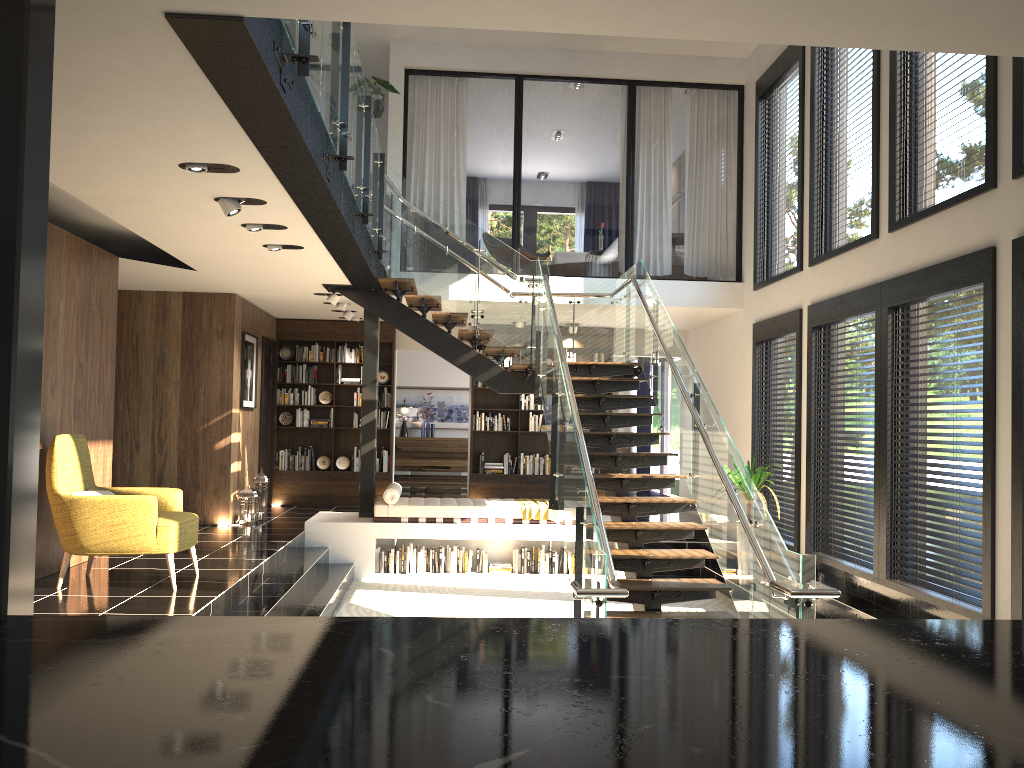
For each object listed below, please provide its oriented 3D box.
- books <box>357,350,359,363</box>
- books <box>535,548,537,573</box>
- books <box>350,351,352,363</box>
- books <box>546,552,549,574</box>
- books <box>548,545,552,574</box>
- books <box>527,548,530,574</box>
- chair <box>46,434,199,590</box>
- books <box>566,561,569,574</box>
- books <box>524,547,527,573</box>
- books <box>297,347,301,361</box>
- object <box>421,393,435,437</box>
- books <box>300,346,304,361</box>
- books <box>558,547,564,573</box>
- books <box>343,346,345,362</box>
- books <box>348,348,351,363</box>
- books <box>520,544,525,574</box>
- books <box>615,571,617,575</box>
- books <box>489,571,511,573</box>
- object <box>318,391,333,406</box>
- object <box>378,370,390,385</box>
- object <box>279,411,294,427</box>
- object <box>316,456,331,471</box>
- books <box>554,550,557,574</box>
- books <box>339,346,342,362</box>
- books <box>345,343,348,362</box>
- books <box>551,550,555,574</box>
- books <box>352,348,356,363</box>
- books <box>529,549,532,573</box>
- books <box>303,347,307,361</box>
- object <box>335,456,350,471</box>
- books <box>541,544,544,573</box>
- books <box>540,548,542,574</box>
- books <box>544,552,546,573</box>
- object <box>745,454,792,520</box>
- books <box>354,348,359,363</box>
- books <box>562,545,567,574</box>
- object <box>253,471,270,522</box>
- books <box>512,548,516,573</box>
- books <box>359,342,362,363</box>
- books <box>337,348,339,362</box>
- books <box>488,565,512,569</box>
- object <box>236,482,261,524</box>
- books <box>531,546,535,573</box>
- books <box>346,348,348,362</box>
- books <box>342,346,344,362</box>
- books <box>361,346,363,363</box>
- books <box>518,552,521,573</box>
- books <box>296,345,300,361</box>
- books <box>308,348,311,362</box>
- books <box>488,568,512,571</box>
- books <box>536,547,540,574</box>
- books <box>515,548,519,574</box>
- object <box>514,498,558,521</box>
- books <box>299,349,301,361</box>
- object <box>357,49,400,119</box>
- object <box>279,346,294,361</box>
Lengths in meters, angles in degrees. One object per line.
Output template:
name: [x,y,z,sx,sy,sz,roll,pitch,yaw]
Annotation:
books: [-2.242,-0.396,12.999,0.029,0.190,0.177,1,-2,-4]
books: [0.270,2.051,10.316,0.026,0.270,0.128,1,-2,-4]
books: [-2.349,-0.390,12.982,0.034,0.171,0.158,1,-2,-4]
books: [0.406,2.072,10.294,0.028,0.231,0.158,1,-2,-4]
books: [0.437,2.029,10.293,0.033,0.318,0.153,1,-2,-4]
books: [0.182,2.048,10.264,0.029,0.268,0.173,1,-2,-4]
chair: [-2.907,0.934,6.664,1.031,1.097,0.808,1,-2,-5]
books: [0.637,2.065,10.320,0.030,0.256,0.160,1,-2,-4]
books: [0.151,2.040,10.289,0.030,0.284,0.176,1,-2,-4]
books: [-3.094,-0.432,12.882,0.024,0.216,0.210,1,-2,-4]
object: [-1.564,0.585,16.520,0.272,0.860,0.270,1,-2,10]
books: [-3.051,-0.433,12.911,0.026,0.222,0.202,1,-2,-4]
books: [0.562,2.045,10.316,0.066,0.293,0.142,1,-2,-4]
books: [-2.438,-0.427,12.957,0.035,0.241,0.208,1,-2,-4]
books: [-2.379,-0.408,12.984,0.027,0.207,0.203,1,-2,-4]
books: [0.116,2.022,10.253,0.043,0.316,0.209,1,-2,-4]
books: [1.181,2.072,10.314,0.037,0.264,0.272,1,-2,-4]
books: [-0.141,2.164,10.261,0.257,0.024,0.167,1,-3,-4]
object: [-2.715,0.206,12.913,0.212,0.222,0.082,1,-2,-4]
object: [-1.894,-0.092,12.963,0.212,0.222,0.082,1,-2,-4]
object: [-3.277,0.509,12.863,0.212,0.222,0.082,1,-2,-4]
object: [-2.732,1.150,12.863,0.212,0.222,0.082,1,-2,-4]
books: [0.499,2.061,10.281,0.019,0.256,0.186,1,-2,-4]
books: [-2.499,-0.427,12.957,0.033,0.237,0.231,1,-2,-4]
books: [-2.411,-0.446,12.914,0.011,0.276,0.288,1,-2,-4]
books: [0.472,2.062,10.279,0.036,0.253,0.178,1,-2,-4]
books: [-2.314,-0.409,12.980,0.034,0.211,0.206,1,-2,-4]
books: [0.210,2.049,10.275,0.029,0.268,0.147,1,-2,-4]
books: [-3.009,-0.428,12.921,0.059,0.216,0.159,1,-2,-4]
object: [-2.457,1.156,12.878,0.212,0.222,0.082,1,-2,-4]
books: [0.352,2.024,10.302,0.029,0.326,0.153,1,-2,-4]
books: [0.325,2.050,10.279,0.027,0.270,0.188,1,-2,-4]
books: [0.378,2.075,10.310,0.026,0.226,0.132,1,-2,-4]
object: [2.428,1.392,9.116,0.876,1.337,0.830,2,-2,-15]
books: [-2.278,-0.413,12.999,0.042,0.223,0.163,1,-2,-4]
books: [0.610,2.036,10.305,0.027,0.312,0.190,1,-2,-4]
object: [-3.039,1.340,10.745,0.182,0.642,0.182,1,-2,-4]
books: [0.023,2.049,10.285,0.026,0.263,0.156,1,-2,-4]
books: [-2.216,-0.454,12.960,0.015,0.303,0.252,1,-2,-4]
books: [-2.525,-0.411,12.943,0.021,0.204,0.224,1,-2,-4]
books: [-0.141,2.115,10.268,0.274,0.025,0.156,1,-3,-7]
object: [-3.123,1.407,10.506,0.262,0.483,0.262,1,-2,-4]
books: [0.242,2.031,10.281,0.035,0.305,0.151,1,-2,-4]
books: [-2.400,-0.414,12.966,0.019,0.216,0.214,1,-2,-4]
books: [-2.461,-0.428,12.935,0.013,0.239,0.255,1,-2,-4]
books: [-2.180,-0.423,13.003,0.064,0.247,0.209,1,-2,-4]
books: [0.079,2.068,10.277,0.027,0.226,0.165,1,-2,-4]
books: [-3.116,-0.439,12.917,0.017,0.233,0.200,1,-2,-4]
books: [-2.955,-0.419,12.948,0.025,0.203,0.156,1,-2,-4]
books: [-0.141,2.140,10.262,0.261,0.024,0.167,1,-3,-7]
books: [0.300,2.041,10.256,0.026,0.286,0.204,1,-2,-4]
books: [0.052,2.043,10.260,0.030,0.273,0.168,1,-2,-4]
object: [0.269,1.654,10.687,0.466,0.510,1.167,1,-2,-4]
books: [-3.076,-0.412,12.928,0.020,0.180,0.153,1,-2,-4]
object: [-1.706,-2.234,7.675,1.465,1.553,1.261,2,-2,-16]
object: [-3.270,-0.438,12.867,0.212,0.222,0.082,1,-2,-4]
